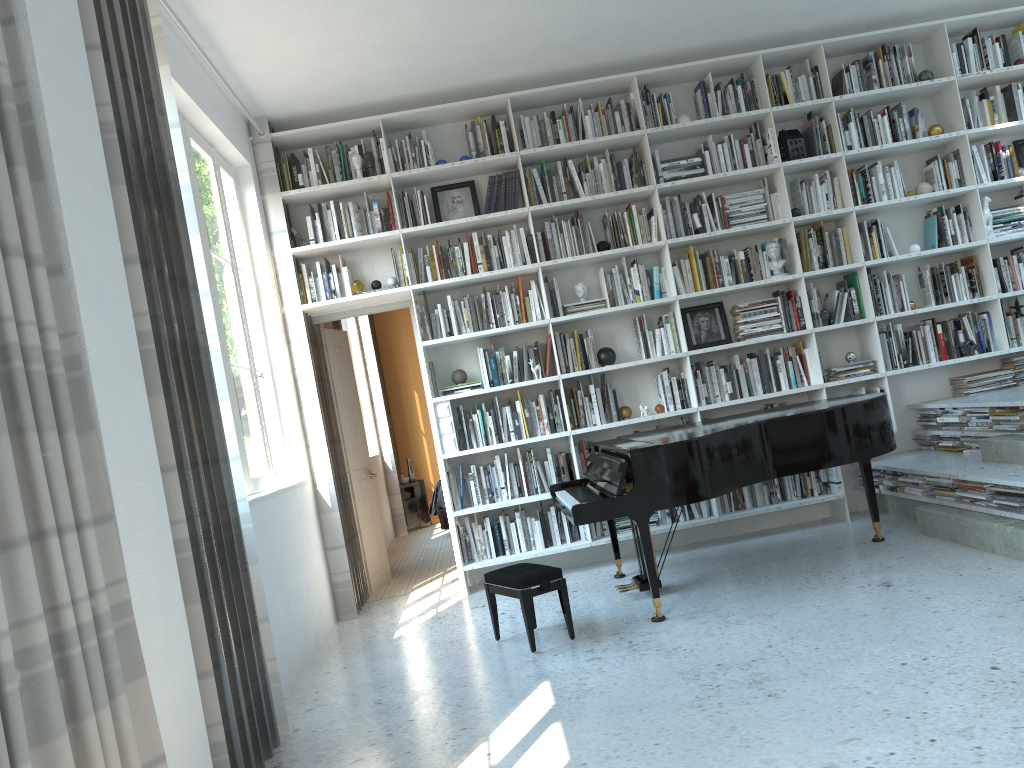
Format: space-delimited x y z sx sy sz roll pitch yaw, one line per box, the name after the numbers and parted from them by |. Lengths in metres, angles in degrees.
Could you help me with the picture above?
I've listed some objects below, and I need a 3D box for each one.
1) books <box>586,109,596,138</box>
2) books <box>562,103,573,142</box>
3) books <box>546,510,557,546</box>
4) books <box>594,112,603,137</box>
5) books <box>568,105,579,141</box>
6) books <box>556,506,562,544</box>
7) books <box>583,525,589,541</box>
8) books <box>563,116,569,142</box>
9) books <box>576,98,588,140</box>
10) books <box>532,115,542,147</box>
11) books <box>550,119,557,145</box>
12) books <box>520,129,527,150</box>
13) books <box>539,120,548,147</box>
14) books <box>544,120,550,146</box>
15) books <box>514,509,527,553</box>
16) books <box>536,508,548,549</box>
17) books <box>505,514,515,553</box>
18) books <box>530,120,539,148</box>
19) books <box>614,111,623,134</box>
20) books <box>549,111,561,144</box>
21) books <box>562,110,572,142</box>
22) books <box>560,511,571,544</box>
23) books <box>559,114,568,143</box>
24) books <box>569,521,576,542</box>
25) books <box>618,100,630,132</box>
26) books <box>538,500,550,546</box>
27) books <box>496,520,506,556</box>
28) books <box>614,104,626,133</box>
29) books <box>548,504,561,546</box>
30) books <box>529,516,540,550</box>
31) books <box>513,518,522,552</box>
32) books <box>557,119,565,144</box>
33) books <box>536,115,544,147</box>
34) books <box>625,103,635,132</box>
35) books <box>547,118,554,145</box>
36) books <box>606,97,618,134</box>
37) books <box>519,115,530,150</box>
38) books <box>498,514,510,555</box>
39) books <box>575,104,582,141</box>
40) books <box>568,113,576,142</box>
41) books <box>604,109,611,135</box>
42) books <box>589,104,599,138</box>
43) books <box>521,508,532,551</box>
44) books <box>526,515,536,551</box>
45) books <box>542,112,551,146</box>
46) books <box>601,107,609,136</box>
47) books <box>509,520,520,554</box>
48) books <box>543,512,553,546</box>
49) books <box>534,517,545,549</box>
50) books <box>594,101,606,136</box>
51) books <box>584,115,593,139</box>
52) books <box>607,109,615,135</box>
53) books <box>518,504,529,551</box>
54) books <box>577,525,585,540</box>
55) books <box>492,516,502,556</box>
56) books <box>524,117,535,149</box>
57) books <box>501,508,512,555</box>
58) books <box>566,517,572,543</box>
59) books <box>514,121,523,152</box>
0.533 -1.706 5.961 0.026 0.235 0.134 -10 -1 -3 | books
0.374 -1.709 5.946 0.010 0.299 0.151 -10 -1 -3 | books
0.260 0.950 5.876 0.022 0.224 0.141 -10 -1 -3 | books
0.575 -1.702 5.972 0.029 0.213 0.141 -10 -1 -3 | books
0.416 -1.705 5.944 0.013 0.276 0.164 -10 -1 -3 | books
0.312 0.921 5.899 0.040 0.264 0.137 -10 -1 -3 | books
0.468 0.907 5.855 0.017 0.233 0.212 -10 -1 -3 | books
0.358 -1.664 5.941 0.011 0.216 0.160 -10 -1 -3 | books
0.476 -1.736 5.958 0.014 0.315 0.166 -10 -1 -3 | books
0.167 -1.647 5.938 0.023 0.251 0.170 -10 -1 -3 | books
0.275 -1.648 5.959 0.012 0.216 0.150 -10 -1 -3 | books
0.074 -1.595 5.944 0.024 0.183 0.133 -10 -1 -3 | books
0.209 -1.633 5.923 0.029 0.208 0.178 -10 -1 -3 | books
0.230 -1.636 5.937 0.014 0.207 0.166 -10 -1 -3 | books
0.054 0.967 5.858 0.031 0.266 0.186 -10 -1 -3 | books
0.200 0.951 5.856 0.023 0.244 0.188 -10 -1 -3 | books
-0.014 0.990 5.875 0.022 0.246 0.135 -10 -1 -3 | books
0.147 -1.627 5.934 0.023 0.220 0.181 -10 -1 -3 | books
0.704 -1.712 5.953 0.031 0.184 0.177 -10 -1 -3 | books
0.290 -1.678 5.959 0.028 0.268 0.151 -10 -1 -3 | books
0.367 -1.684 5.943 0.013 0.251 0.183 -10 -1 -3 | books
0.341 0.899 5.871 0.021 0.295 0.188 -10 -1 -3 | books
0.344 -1.671 5.949 0.013 0.234 0.154 -10 -1 -3 | books
0.398 0.910 5.893 0.065 0.256 0.156 -10 -1 -3 | books
0.752 -1.759 5.974 0.029 0.261 0.151 -10 -1 -3 | books
0.211 0.917 5.888 0.013 0.310 0.130 -10 -1 -3 | books
-0.073 1.013 5.861 0.022 0.221 0.163 -10 -1 -3 | books
0.727 -1.743 5.965 0.026 0.237 0.149 -10 -1 -3 | books
0.281 0.930 5.874 0.027 0.256 0.179 -10 -1 -3 | books
0.147 0.980 5.860 0.028 0.206 0.171 -10 -1 -3 | books
0.036 0.999 5.882 0.014 0.211 0.146 -10 -1 -3 | books
0.325 -1.650 5.951 0.030 0.201 0.152 -10 -1 -3 | books
0.184 -1.649 5.935 0.012 0.250 0.174 -10 -1 -3 | books
0.783 -1.747 5.954 0.026 0.225 0.172 -10 -1 -3 | books
0.255 -1.654 5.966 0.025 0.234 0.129 -10 -1 -3 | books
0.674 -1.758 5.959 0.013 0.285 0.159 -10 -1 -3 | books
0.088 -1.646 5.956 0.021 0.279 0.141 -10 -1 -3 | books
-0.052 0.992 5.868 0.027 0.256 0.160 -10 -1 -3 | books
0.448 -1.710 5.943 0.052 0.273 0.172 -10 -1 -3 | books
0.398 -1.681 5.958 0.029 0.235 0.130 -10 -1 -3 | books
0.633 -1.711 5.941 0.013 0.207 0.178 -10 -1 -3 | books
0.549 -1.726 5.963 0.014 0.269 0.156 -10 -1 -3 | books
0.095 0.959 5.860 0.025 0.266 0.159 -10 -1 -3 | books
0.122 0.979 5.860 0.021 0.218 0.190 -10 -1 -3 | books
0.236 -1.666 5.940 0.010 0.264 0.160 -10 -1 -3 | books
0.614 -1.718 5.953 0.021 0.228 0.161 -10 -1 -3 | books
0.016 1.007 5.851 0.030 0.201 0.168 -10 -1 -3 | books
0.238 0.960 5.886 0.024 0.214 0.137 -10 -1 -3 | books
0.179 0.984 5.854 0.031 0.188 0.190 -10 -1 -3 | books
0.593 -1.733 5.946 0.014 0.266 0.192 -10 -1 -3 | books
0.509 -1.679 5.950 0.031 0.190 0.181 -10 -1 -3 | books
0.653 -1.711 5.939 0.026 0.200 0.187 -10 -1 -3 | books
0.072 0.945 5.877 0.014 0.304 0.139 -10 -1 -3 | books
0.441 0.891 5.897 0.027 0.276 0.143 -10 -1 -3 | books
-0.098 1.003 5.870 0.022 0.252 0.139 -10 -1 -3 | books
0.116 -1.639 5.938 0.031 0.254 0.145 -10 -1 -3 | books
-0.036 0.966 5.854 0.013 0.300 0.183 -10 -1 -3 | books
0.356 0.892 5.869 0.012 0.303 0.165 -10 -1 -3 | books
0.044 -1.617 5.929 0.029 0.237 0.156 -10 -1 -3 | books
